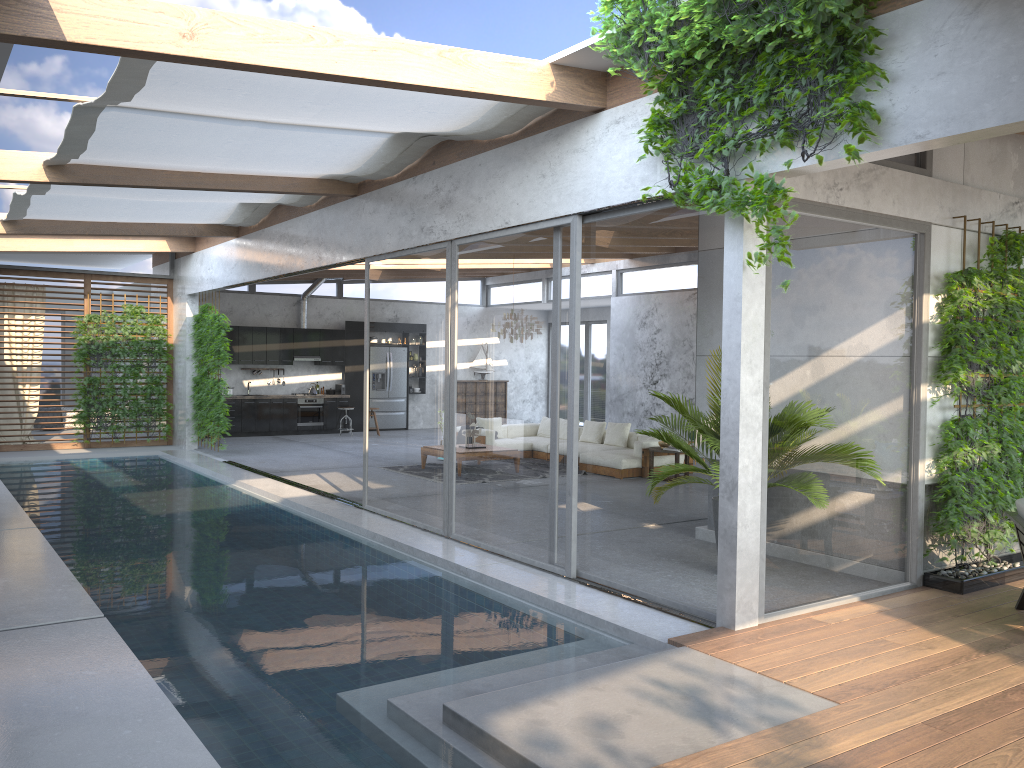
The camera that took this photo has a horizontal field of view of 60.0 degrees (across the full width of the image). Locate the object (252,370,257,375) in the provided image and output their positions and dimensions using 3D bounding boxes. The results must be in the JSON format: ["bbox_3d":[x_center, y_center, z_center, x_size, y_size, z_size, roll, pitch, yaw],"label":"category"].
[{"bbox_3d":[-5.500,-0.256,18.942,0.117,0.139,0.093,0,2,-32],"label":"object"}]

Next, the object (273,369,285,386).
[{"bbox_3d":[-5.046,-0.142,19.223,0.282,0.380,0.070,0,2,-34],"label":"object"}]

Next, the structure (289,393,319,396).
[{"bbox_3d":[-4.497,0.225,19.359,0.605,0.031,0.496,0,2,-34],"label":"structure"}]

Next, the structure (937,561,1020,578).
[{"bbox_3d":[3.500,1.390,6.642,0.928,0.044,0.231,0,2,-34],"label":"structure"}]

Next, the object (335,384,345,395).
[{"bbox_3d":[-3.856,0.123,19.902,0.088,0.226,0.351,0,2,-34],"label":"object"}]

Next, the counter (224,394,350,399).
[{"bbox_3d":[-5.317,0.271,18.794,3.805,0.061,0.607,0,2,-34],"label":"counter"}]

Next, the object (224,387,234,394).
[{"bbox_3d":[-6.033,0.136,18.553,0.405,0.200,0.147,0,2,-33],"label":"object"}]

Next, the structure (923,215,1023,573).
[{"bbox_3d":[3.793,0.099,6.864,1.851,2.669,0.500,0,2,-34],"label":"structure"}]

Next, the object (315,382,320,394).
[{"bbox_3d":[-4.324,0.092,19.748,0.089,0.282,0.082,0,2,-39],"label":"object"}]

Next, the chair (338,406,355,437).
[{"bbox_3d":[-3.524,0.797,18.828,0.354,0.635,0.354,1,1,-1],"label":"chair"}]

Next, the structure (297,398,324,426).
[{"bbox_3d":[-4.491,0.598,19.351,0.587,0.588,0.584,0,2,-34],"label":"structure"}]

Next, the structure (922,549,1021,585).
[{"bbox_3d":[3.185,1.190,7.972,2.012,0.595,2.203,0,2,-34],"label":"structure"}]

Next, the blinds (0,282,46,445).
[{"bbox_3d":[-9.034,-0.324,15.071,2.087,2.898,0.692,0,2,-31],"label":"blinds"}]

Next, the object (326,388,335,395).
[{"bbox_3d":[-4.053,0.164,19.827,0.247,0.141,0.209,0,2,-36],"label":"object"}]

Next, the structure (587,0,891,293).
[{"bbox_3d":[1.196,-1.523,5.021,0.918,2.054,1.822,0,2,-37],"label":"structure"}]

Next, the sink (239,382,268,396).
[{"bbox_3d":[-5.481,0.210,18.681,0.526,0.514,0.514,0,2,-34],"label":"sink"}]

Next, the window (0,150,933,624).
[{"bbox_3d":[-0.661,-0.580,13.407,14.294,3.764,23.280,0,2,-34],"label":"window"}]

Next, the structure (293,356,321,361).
[{"bbox_3d":[-4.546,-0.562,19.430,0.599,0.104,0.368,0,2,-34],"label":"structure"}]

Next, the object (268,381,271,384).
[{"bbox_3d":[-5.239,-0.164,19.129,0.071,0.325,0.066,0,2,-34],"label":"object"}]

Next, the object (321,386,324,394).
[{"bbox_3d":[-4.236,0.140,19.834,0.080,0.183,0.039,0,1,-22],"label":"object"}]

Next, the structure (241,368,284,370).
[{"bbox_3d":[-5.345,-0.318,19.063,0.932,0.046,0.081,0,2,-34],"label":"structure"}]

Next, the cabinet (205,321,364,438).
[{"bbox_3d":[-4.462,-0.162,19.394,5.901,2.502,0.709,0,2,-36],"label":"cabinet"}]

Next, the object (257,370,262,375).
[{"bbox_3d":[-5.405,-0.256,18.997,0.117,0.139,0.093,0,1,-17],"label":"object"}]

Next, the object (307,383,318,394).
[{"bbox_3d":[-4.354,0.093,19.390,0.222,0.235,0.222,-1,2,-44],"label":"object"}]

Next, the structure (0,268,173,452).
[{"bbox_3d":[-8.092,-0.403,15.287,4.313,3.079,0.085,0,2,-34],"label":"structure"}]

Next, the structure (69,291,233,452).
[{"bbox_3d":[-5.058,-0.135,11.520,2.739,2.687,10.282,0,1,-17],"label":"structure"}]
